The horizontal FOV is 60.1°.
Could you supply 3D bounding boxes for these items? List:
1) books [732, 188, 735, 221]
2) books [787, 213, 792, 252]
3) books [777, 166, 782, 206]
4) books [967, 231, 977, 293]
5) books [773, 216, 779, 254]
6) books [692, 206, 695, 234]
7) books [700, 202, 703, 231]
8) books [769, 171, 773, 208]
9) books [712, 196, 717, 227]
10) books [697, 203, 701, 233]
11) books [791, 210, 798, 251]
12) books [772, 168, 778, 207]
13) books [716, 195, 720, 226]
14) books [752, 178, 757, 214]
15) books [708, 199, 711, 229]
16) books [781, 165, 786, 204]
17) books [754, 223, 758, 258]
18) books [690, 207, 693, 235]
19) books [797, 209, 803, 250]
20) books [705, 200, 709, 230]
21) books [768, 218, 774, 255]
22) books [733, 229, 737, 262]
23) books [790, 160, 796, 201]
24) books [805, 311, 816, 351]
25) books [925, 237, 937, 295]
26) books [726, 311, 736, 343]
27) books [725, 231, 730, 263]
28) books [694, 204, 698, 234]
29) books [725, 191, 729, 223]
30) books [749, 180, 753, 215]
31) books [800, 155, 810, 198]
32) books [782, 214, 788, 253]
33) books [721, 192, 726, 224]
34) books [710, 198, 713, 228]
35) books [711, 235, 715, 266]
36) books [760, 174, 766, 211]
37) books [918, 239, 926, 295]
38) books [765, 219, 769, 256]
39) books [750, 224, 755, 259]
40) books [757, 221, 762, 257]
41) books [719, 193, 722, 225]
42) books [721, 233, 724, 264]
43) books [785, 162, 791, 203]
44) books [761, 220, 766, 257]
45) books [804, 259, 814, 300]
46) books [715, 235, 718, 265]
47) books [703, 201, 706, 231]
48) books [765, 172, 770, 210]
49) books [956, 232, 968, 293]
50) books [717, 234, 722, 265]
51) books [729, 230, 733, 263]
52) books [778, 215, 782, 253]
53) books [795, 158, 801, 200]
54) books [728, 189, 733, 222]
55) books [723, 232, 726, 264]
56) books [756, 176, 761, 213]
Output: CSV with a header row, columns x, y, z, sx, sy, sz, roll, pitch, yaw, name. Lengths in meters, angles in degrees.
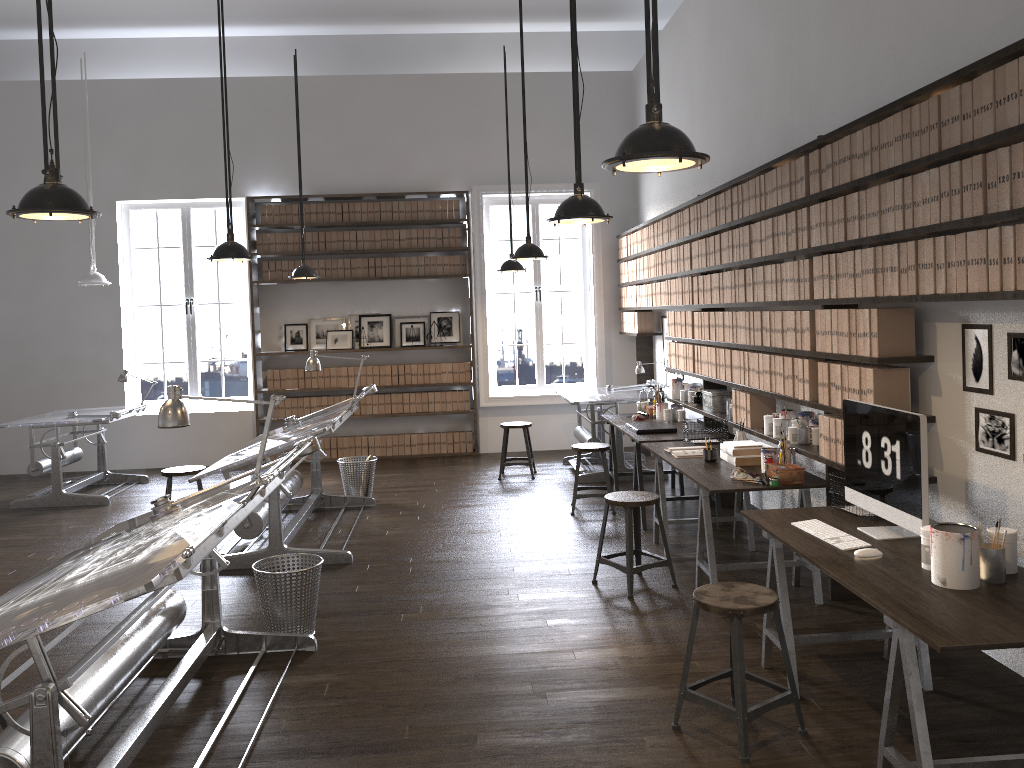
x,y,z,sx,sy,sz,roll,pitch,yaw,name
1.573,-1.206,5.942,0.174,0.225,0.067,-2,2,-4,books
1.646,-0.854,4.985,0.174,0.225,0.067,-2,2,-4,books
1.625,-1.140,5.102,0.174,0.225,0.067,-2,2,-4,books
1.768,-0.449,3.240,0.174,0.225,0.067,-2,2,-4,books
1.632,-0.870,5.198,0.174,0.225,0.067,-2,2,-4,books
1.502,-1.282,6.926,0.174,0.225,0.067,-2,2,-4,books
1.523,-1.266,6.712,0.174,0.225,0.067,-2,2,-4,books
1.618,-1.151,5.244,0.174,0.225,0.067,-2,2,-4,books
1.539,-1.239,6.370,0.174,0.225,0.067,-2,2,-4,books
1.515,-1.271,6.782,0.174,0.225,0.067,-2,2,-4,books
1.646,-0.848,4.910,0.174,0.225,0.067,-2,2,-4,books
1.618,-1.146,5.174,0.174,0.225,0.067,-2,2,-4,books
1.549,-1.234,6.304,0.174,0.225,0.067,-2,2,-4,books
1.594,-1.173,5.527,0.174,0.225,0.067,-2,2,-4,books
1.533,-1.249,6.500,0.174,0.225,0.067,-2,2,-4,books
1.631,-1.135,5.039,0.174,0.225,0.067,-2,2,-4,books
1.609,-0.897,5.537,0.174,0.225,0.067,-2,2,-4,books
1.502,-1.287,6.989,0.174,0.225,0.067,-2,2,-4,books
1.656,-0.842,4.837,0.174,0.225,0.067,-2,2,-4,books
1.527,-1.255,6.572,0.174,0.225,0.067,-2,2,-4,books
1.622,-0.875,5.264,0.174,0.225,0.067,-2,2,-4,books
1.580,-0.929,5.951,0.174,0.225,0.067,-2,2,-4,books
1.641,-1.125,4.905,0.174,0.225,0.067,-2,2,-4,books
1.675,-0.284,4.767,0.174,0.225,0.067,-2,2,-4,books
1.745,-0.471,3.526,0.174,0.225,0.067,-2,2,-4,books
1.586,-0.393,6.161,0.174,0.225,0.067,-2,2,-4,books
1.567,-0.940,6.096,0.174,0.225,0.067,-2,2,-4,books
1.507,-1.277,6.854,0.174,0.225,0.067,-2,2,-4,books
1.564,-1.217,6.091,0.174,0.225,0.067,-2,2,-4,books
1.594,-1.178,5.591,0.174,0.225,0.067,-2,2,-4,books
1.646,-1.113,4.764,0.174,0.225,0.067,-2,2,-4,books
1.637,-0.859,5.056,0.174,0.225,0.067,-2,2,-4,books
1.554,-1.223,6.162,0.174,0.225,0.067,-2,2,-4,books
1.539,-1.244,6.437,0.174,0.225,0.067,-2,2,-4,books
1.546,-0.968,6.444,0.174,0.225,0.067,-2,2,-4,books
1.607,-1.162,5.383,0.174,0.225,0.067,-2,2,-4,books
1.748,-0.476,3.592,0.174,0.225,0.067,-2,2,-4,books
1.622,-0.881,5.331,0.174,0.225,0.067,-2,2,-4,books
1.606,-0.902,5.606,0.174,0.225,0.067,-2,2,-4,books
1.610,-0.891,5.466,0.174,0.225,0.067,-2,2,-4,books
1.554,-1.228,6.233,0.174,0.225,0.067,-2,2,-4,books
1.565,-0.951,6.225,0.174,0.225,0.067,-2,2,-4,books
1.631,-1.130,4.972,0.174,0.225,0.067,-2,2,-4,books
1.616,-0.886,5.394,0.174,0.225,0.067,-2,2,-4,books
1.670,-0.561,4.762,0.174,0.225,0.067,-2,2,-4,books
1.555,-0.962,6.373,0.174,0.225,0.067,-2,2,-4,books
1.526,-1.260,6.642,0.174,0.225,0.067,-2,2,-4,books
1.615,-1.157,5.314,0.174,0.225,0.067,-2,2,-4,books
1.765,-0.454,3.315,0.174,0.225,0.067,-2,2,-4,books
1.555,-0.956,6.298,0.174,0.225,0.067,-2,2,-4,books
1.571,-0.935,6.024,0.174,0.225,0.067,-2,2,-4,books
1.637,-0.865,5.127,0.174,0.225,0.067,-2,2,-4,books
1.646,-1.119,4.834,0.174,0.225,0.067,-2,2,-4,books
1.563,-1.211,6.016,0.174,0.225,0.067,-2,2,-4,books
1.567,-0.945,6.159,0.174,0.225,0.067,-2,2,-4,books
1.599,-1.167,5.455,0.174,0.225,0.067,-2,2,-4,books
